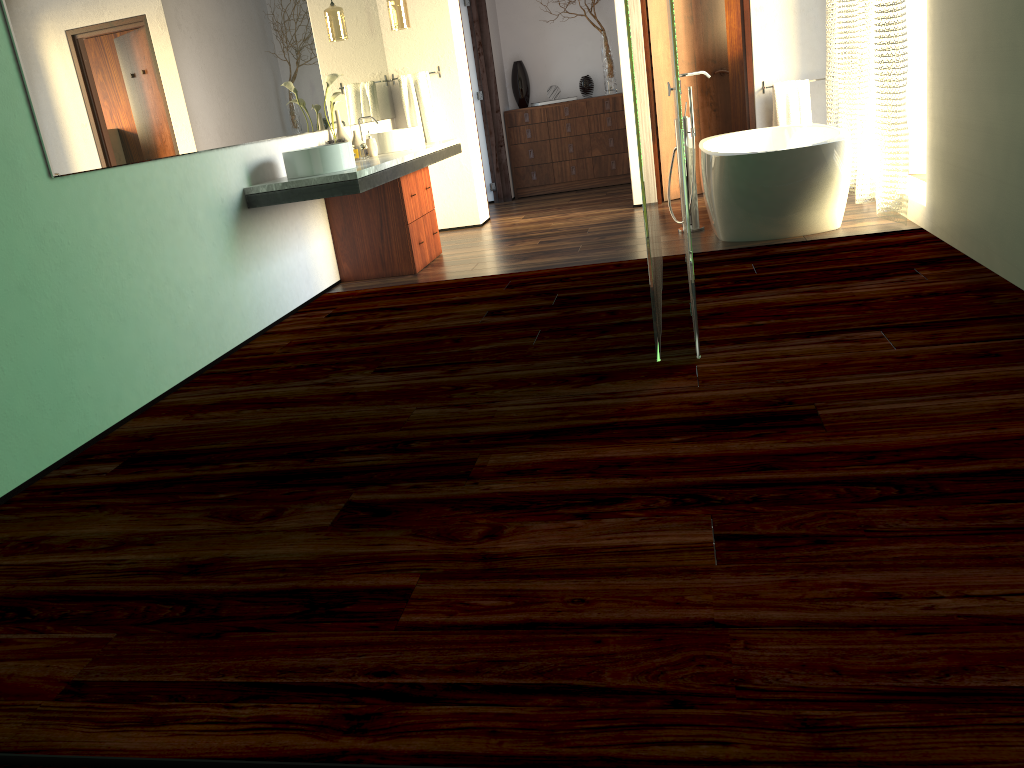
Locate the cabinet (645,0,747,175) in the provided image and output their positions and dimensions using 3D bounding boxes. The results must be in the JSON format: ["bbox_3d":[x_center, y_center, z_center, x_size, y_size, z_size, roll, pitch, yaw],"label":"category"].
[{"bbox_3d":[1.876,-2.993,7.424,1.500,2.358,0.355,-4,18,14],"label":"cabinet"}]

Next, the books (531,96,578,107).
[{"bbox_3d":[0.446,-2.625,8.198,0.493,0.034,0.249,-12,18,-10],"label":"books"}]

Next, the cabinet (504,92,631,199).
[{"bbox_3d":[0.566,-2.223,8.259,1.152,0.799,0.399,-4,18,14],"label":"cabinet"}]

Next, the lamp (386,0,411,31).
[{"bbox_3d":[-0.839,-2.905,6.097,0.136,0.865,0.142,-20,21,-32],"label":"lamp"}]

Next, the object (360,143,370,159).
[{"bbox_3d":[-0.888,-1.401,5.319,0.039,0.090,0.056,-1,19,22],"label":"object"}]

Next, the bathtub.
[{"bbox_3d":[1.483,-1.167,5.091,0.773,0.484,1.606,-5,18,12],"label":"bathtub"}]

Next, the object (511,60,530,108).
[{"bbox_3d":[0.081,-2.778,8.218,0.174,0.416,0.167,0,19,25],"label":"object"}]

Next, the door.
[{"bbox_3d":[1.328,-2.347,6.393,0.738,1.943,0.460,-4,18,13],"label":"door"}]

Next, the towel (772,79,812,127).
[{"bbox_3d":[1.940,-1.766,6.124,0.260,0.636,0.155,-9,18,-3],"label":"towel"}]

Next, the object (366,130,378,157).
[{"bbox_3d":[-0.868,-1.479,5.446,0.070,0.158,0.071,-10,18,-4],"label":"object"}]

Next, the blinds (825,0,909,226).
[{"bbox_3d":[1.946,-2.189,4.922,0.183,2.332,2.107,-5,18,11],"label":"blinds"}]

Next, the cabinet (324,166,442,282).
[{"bbox_3d":[-0.788,-1.033,5.589,0.518,0.598,0.653,-5,18,12],"label":"cabinet"}]

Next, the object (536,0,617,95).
[{"bbox_3d":[0.535,-3.273,7.826,0.716,1.447,0.844,-20,21,-32],"label":"object"}]

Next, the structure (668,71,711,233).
[{"bbox_3d":[1.013,-1.357,5.223,0.239,0.895,0.283,-21,22,-35],"label":"structure"}]

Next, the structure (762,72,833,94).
[{"bbox_3d":[1.955,-2.060,6.049,0.458,0.088,0.101,-4,18,14],"label":"structure"}]

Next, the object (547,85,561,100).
[{"bbox_3d":[0.387,-2.693,8.180,0.132,0.131,0.130,-6,18,9],"label":"object"}]

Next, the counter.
[{"bbox_3d":[-0.830,-1.297,5.292,0.594,0.101,2.239,-5,18,12],"label":"counter"}]

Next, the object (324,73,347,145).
[{"bbox_3d":[-1.056,-1.585,5.304,0.187,0.503,0.245,-11,18,-9],"label":"object"}]

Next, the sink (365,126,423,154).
[{"bbox_3d":[-0.769,-1.589,5.779,0.355,0.130,0.360,-12,18,-9],"label":"sink"}]

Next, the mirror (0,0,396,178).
[{"bbox_3d":[-1.297,-1.903,4.690,0.017,1.150,4.043,-5,18,11],"label":"mirror"}]

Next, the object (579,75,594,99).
[{"bbox_3d":[0.683,-2.722,8.103,0.136,0.199,0.142,-19,21,-31],"label":"object"}]

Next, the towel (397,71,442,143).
[{"bbox_3d":[-0.680,-1.985,6.596,0.263,0.635,0.158,2,20,30],"label":"towel"}]

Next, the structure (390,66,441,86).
[{"bbox_3d":[-0.720,-2.286,6.565,0.373,0.088,0.101,-4,18,14],"label":"structure"}]

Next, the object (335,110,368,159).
[{"bbox_3d":[-0.998,-1.519,5.398,0.246,0.305,0.117,6,22,38],"label":"object"}]

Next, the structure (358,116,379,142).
[{"bbox_3d":[-0.942,-1.619,5.776,0.167,0.241,0.065,-3,18,17],"label":"structure"}]

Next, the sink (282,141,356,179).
[{"bbox_3d":[-0.987,-1.148,4.534,0.362,0.130,0.353,-4,18,15],"label":"sink"}]

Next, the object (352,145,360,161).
[{"bbox_3d":[-0.953,-1.380,5.293,0.065,0.091,0.039,-17,20,-25],"label":"object"}]
